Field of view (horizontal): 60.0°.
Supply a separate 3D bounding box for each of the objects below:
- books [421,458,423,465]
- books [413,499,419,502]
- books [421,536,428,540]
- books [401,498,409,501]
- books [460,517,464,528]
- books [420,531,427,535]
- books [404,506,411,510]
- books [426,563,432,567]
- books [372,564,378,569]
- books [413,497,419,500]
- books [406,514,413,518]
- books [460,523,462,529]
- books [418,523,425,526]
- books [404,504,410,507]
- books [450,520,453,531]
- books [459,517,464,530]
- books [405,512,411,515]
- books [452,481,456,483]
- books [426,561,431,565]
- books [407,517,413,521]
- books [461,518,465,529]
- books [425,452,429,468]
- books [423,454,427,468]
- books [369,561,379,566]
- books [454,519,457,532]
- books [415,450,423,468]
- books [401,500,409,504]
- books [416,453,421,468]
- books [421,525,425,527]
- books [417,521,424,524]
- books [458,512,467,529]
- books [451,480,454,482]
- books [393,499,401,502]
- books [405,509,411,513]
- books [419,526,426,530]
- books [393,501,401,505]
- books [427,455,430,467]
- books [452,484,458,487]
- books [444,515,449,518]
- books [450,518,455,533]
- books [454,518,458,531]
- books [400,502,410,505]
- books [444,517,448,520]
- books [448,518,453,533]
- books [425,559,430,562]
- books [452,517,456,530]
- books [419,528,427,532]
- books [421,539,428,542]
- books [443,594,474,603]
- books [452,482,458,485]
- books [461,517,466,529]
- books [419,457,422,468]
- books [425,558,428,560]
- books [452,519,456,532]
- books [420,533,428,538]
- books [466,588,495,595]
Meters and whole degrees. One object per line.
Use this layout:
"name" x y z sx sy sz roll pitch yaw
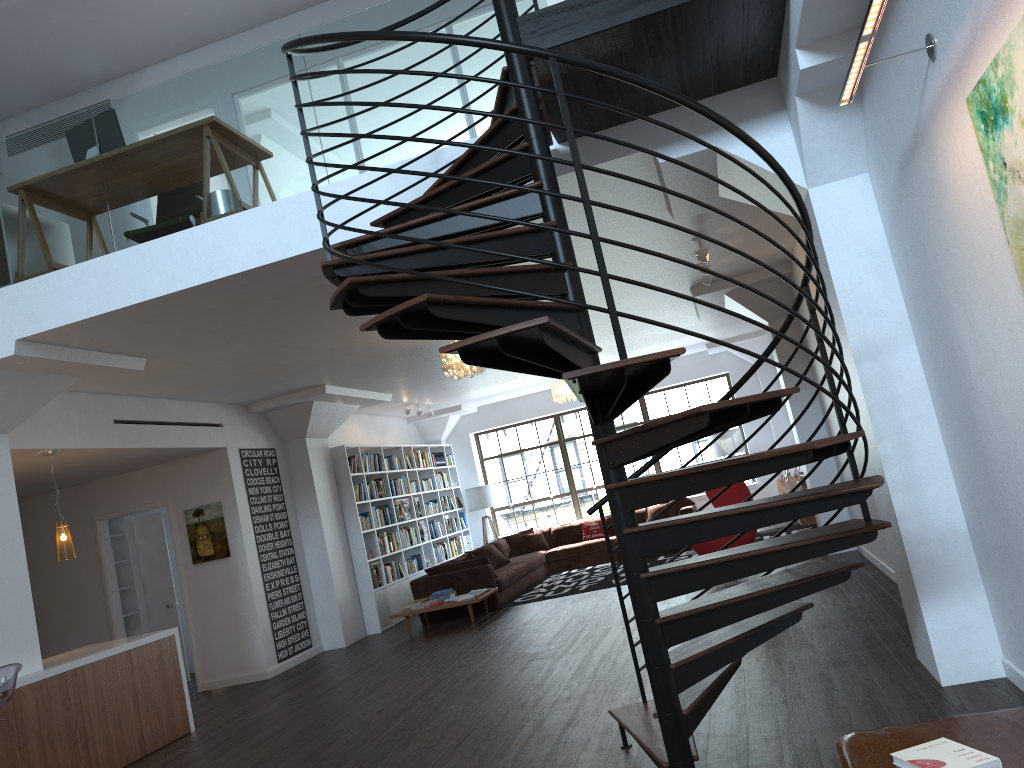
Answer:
"books" -1.516 1.258 14.204 0.161 0.223 0.026 -14 -7 13
"books" -1.550 1.794 13.498 0.223 0.031 0.161 -14 -7 13
"books" -1.422 2.370 13.531 0.251 0.037 0.160 -15 -7 18
"books" -1.638 1.729 13.184 0.129 0.043 0.185 -16 -8 27
"books" -0.937 2.435 15.391 0.161 0.218 0.101 -14 -7 13
"books" -1.428 2.290 13.549 0.231 0.044 0.168 -13 -7 8
"books" -1.622 1.850 13.153 0.183 0.042 0.253 -14 -7 13
"books" -1.374 2.770 13.459 0.284 0.035 0.197 -14 -7 13
"books" -1.857 2.382 11.503 0.174 0.045 0.240 -13 -7 2
"books" -1.555 1.766 13.509 0.224 0.030 0.161 -15 -7 23
"books" -1.594 1.971 13.132 0.160 0.039 0.251 -15 -7 18
"books" -0.972 2.413 15.251 0.174 0.242 0.105 -14 -7 13
"books" -1.441 2.161 13.553 0.208 0.024 0.144 -15 -7 18
"books" -1.635 1.817 13.165 0.161 0.033 0.223 -14 -7 13
"books" -1.094 2.397 14.855 0.168 0.231 0.045 -14 -7 13
"books" -0.947 2.421 15.331 0.172 0.235 0.112 -14 -7 13
"books" -1.627 1.938 13.138 0.180 0.042 0.259 -14 -7 13
"books" -1.121 1.737 15.489 0.174 0.032 0.254 -6 -9 -42
"books" -1.381 2.737 13.463 0.284 0.033 0.197 -12 -7 -2
"books" -1.583 2.009 13.129 0.171 0.039 0.246 -14 -7 13
"books" -0.922 2.439 15.426 0.161 0.213 0.118 -14 -7 13
"books" -1.465 1.255 14.400 0.183 0.253 0.034 -14 -7 13
"books" -1.486 1.263 14.334 0.168 0.231 0.037 -14 -7 13
"books" -1.862 2.343 11.484 0.223 0.027 0.161 -15 -7 22
"books" -1.026 2.416 15.023 0.161 0.221 0.035 -14 -7 12
"books" -1.534 1.223 14.169 0.176 0.290 0.053 -14 -7 13
"books" -1.637 1.763 13.185 0.144 0.024 0.208 -15 -7 18
"books" -1.547 1.238 14.086 0.171 0.246 0.057 -14 -7 13
"books" -1.429 2.182 13.541 0.161 0.026 0.223 -13 -7 2
"books" -1.453 2.130 13.551 0.185 0.041 0.129 -16 -8 27
"books" -0.898 2.412 15.579 0.176 0.290 0.053 -14 -7 13
"books" -1.130 1.711 15.496 0.204 0.025 0.144 -19 -9 42
"books" -1.728 1.695 12.764 0.223 0.027 0.161 -15 -7 22
"books" -1.620 1.893 13.154 0.168 0.045 0.231 -13 -7 8
"books" -1.442 2.216 13.556 0.223 0.032 0.161 -14 -7 13
"books" -1.723 1.733 12.783 0.174 0.045 0.240 -14 -7 12
"books" -1.442 1.264 14.504 0.160 0.250 0.026 -14 -7 13
"books" -1.108 1.803 15.486 0.284 0.035 0.197 -19 -9 42
"books" -1.182 2.205 14.647 0.224 0.030 0.161 -15 -7 23
"books" -1.070 2.385 14.894 0.183 0.253 0.042 -14 -7 13
"books" -1.014 2.413 15.110 0.168 0.228 0.139 -14 -7 13
"books" -1.649 1.794 13.195 0.223 0.027 0.161 -13 -7 2
"books" -1.177 2.233 14.635 0.223 0.031 0.161 -14 -7 13
"books" -1.093 2.382 14.814 0.160 0.251 0.036 -14 -7 13
"books" -1.392 2.706 13.471 0.254 0.032 0.174 -15 -7 18
"books" -1.046 2.393 14.992 0.160 0.251 0.039 -14 -7 13
"books" -1.442 2.251 13.547 0.253 0.040 0.183 -14 -7 13
"books" -1.413 2.406 13.524 0.246 0.038 0.171 -14 -7 13
"books" -0.622 2.503 10.368 0.231 0.040 0.342 -7 -9 -37
"books" -1.115 1.770 15.490 0.284 0.033 0.197 -16 -8 28
"books" -0.915 2.445 15.476 0.161 0.213 0.146 -14 -7 13
"books" -1.534 1.252 14.125 0.161 0.223 0.027 -14 -7 13
"books" -1.394 2.677 13.472 0.204 0.025 0.144 -14 -7 13
"books" -1.046 2.403 14.955 0.161 0.223 0.032 -14 -7 13
"books" -1.429 2.335 13.560 0.259 0.040 0.180 -14 -7 13
"books" -0.392 2.490 10.667 0.256 0.035 0.350 -18 -9 38
